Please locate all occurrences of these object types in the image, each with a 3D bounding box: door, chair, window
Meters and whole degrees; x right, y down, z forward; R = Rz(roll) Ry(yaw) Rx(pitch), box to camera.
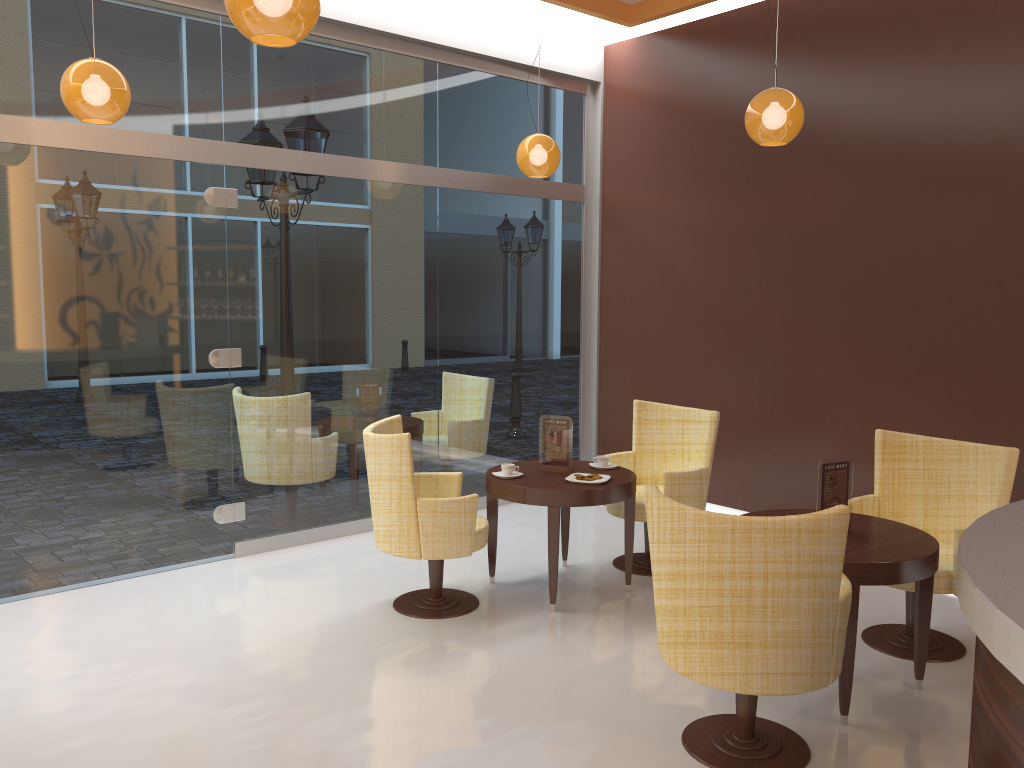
[{"bbox_3d":[-2.414,-0.065,5.098,1.640,2.499,0.020,-5,8,-41],"label":"door"},{"bbox_3d":[0.930,0.647,5.644,0.685,1.017,0.729,-4,7,-38],"label":"chair"},{"bbox_3d":[0.869,0.883,3.311,0.729,1.017,0.685,3,6,27],"label":"chair"},{"bbox_3d":[-0.467,0.717,4.868,0.685,1.017,0.729,-1,6,-9],"label":"chair"},{"bbox_3d":[-2.411,-0.562,5.048,8.200,3.380,0.040,-5,8,-41],"label":"window"},{"bbox_3d":[2.037,0.781,4.399,0.685,1.017,0.729,-4,7,-34],"label":"chair"}]

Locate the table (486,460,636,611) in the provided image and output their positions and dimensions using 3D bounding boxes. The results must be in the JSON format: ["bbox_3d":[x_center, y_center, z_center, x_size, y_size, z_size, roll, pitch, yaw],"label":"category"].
[{"bbox_3d":[0.281,0.858,5.199,0.872,0.679,0.874,1,6,5],"label":"table"}]

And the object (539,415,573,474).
[{"bbox_3d":[0.256,0.350,5.180,0.209,0.335,0.042,3,6,24],"label":"object"}]

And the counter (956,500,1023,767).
[{"bbox_3d":[1.734,1.018,1.633,1.586,1.100,2.917,1,6,4],"label":"counter"}]

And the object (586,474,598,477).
[{"bbox_3d":[0.453,0.517,5.009,0.051,0.018,0.054,-5,8,-43],"label":"object"}]

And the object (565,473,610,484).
[{"bbox_3d":[0.425,0.532,4.965,0.234,0.020,0.234,3,6,20],"label":"object"}]

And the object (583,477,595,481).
[{"bbox_3d":[0.426,0.529,4.924,0.055,0.014,0.053,4,7,32],"label":"object"}]

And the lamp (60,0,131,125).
[{"bbox_3d":[-1.928,-1.966,4.056,0.299,1.500,0.299,3,6,23],"label":"lamp"}]

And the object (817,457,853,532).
[{"bbox_3d":[1.413,0.490,3.882,0.209,0.335,0.042,-3,7,-27],"label":"object"}]

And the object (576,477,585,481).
[{"bbox_3d":[0.383,0.527,4.940,0.054,0.018,0.051,1,6,6],"label":"object"}]

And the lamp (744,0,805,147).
[{"bbox_3d":[1.365,-1.994,4.541,0.299,1.500,0.299,3,6,27],"label":"lamp"}]

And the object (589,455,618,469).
[{"bbox_3d":[0.549,0.470,5.336,0.153,0.069,0.153,-2,6,-19],"label":"object"}]

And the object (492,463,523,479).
[{"bbox_3d":[-0.025,0.494,5.060,0.153,0.069,0.153,-5,8,-40],"label":"object"}]

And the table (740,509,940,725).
[{"bbox_3d":[1.397,0.993,3.943,0.872,0.679,0.874,1,6,5],"label":"table"}]

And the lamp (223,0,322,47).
[{"bbox_3d":[-0.744,-1.822,2.708,0.299,1.500,0.299,-3,7,-30],"label":"lamp"}]

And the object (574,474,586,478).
[{"bbox_3d":[0.380,0.516,4.974,0.052,0.016,0.055,-5,8,-42],"label":"object"}]

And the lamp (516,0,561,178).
[{"bbox_3d":[0.181,-2.139,5.889,0.299,1.500,0.299,2,6,16],"label":"lamp"}]

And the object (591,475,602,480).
[{"bbox_3d":[0.475,0.524,4.968,0.052,0.018,0.055,-1,6,-17],"label":"object"}]
